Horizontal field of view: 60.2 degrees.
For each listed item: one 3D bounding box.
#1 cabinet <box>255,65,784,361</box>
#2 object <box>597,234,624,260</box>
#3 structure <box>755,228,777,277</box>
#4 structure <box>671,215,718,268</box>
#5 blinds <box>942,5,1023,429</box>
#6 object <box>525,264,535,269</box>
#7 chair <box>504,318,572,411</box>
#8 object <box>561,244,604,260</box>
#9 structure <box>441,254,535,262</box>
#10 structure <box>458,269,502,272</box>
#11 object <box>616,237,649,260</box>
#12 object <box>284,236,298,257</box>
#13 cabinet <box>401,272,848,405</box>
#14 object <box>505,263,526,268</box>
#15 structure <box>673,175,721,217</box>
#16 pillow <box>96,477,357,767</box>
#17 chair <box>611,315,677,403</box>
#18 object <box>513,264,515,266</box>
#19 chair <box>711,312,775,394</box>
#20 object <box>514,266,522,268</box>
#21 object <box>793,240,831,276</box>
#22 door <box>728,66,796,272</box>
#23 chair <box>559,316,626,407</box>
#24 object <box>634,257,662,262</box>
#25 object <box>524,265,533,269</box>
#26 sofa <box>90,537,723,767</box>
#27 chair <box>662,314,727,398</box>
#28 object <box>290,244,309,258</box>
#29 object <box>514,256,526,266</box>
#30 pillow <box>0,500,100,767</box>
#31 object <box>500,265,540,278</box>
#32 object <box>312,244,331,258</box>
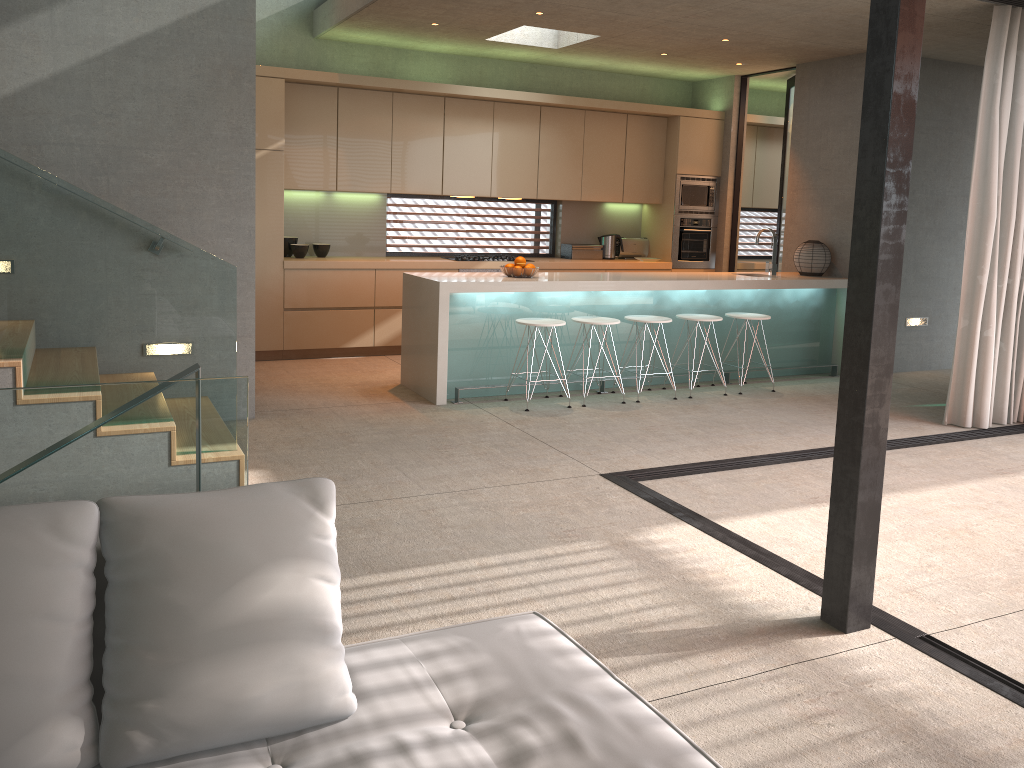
[{"bbox_3d":[0.963,-1.576,8.843,7.479,2.541,1.986,-3,10,-26],"label":"cabinet"},{"bbox_3d":[1.092,-1.531,9.841,0.278,0.282,0.179,-1,9,-21],"label":"object"},{"bbox_3d":[2.300,-1.205,8.068,0.097,0.437,0.261,-1,9,-26],"label":"structure"},{"bbox_3d":[1.934,-1.612,9.974,0.597,0.574,0.502,-2,10,-26],"label":"structure"},{"bbox_3d":[3.584,-1.154,6.327,0.886,2.904,0.231,-2,8,-30],"label":"blinds"},{"bbox_3d":[0.142,-0.912,7.037,0.094,0.093,0.095,-5,12,-37],"label":"object"},{"bbox_3d":[0.200,-0.157,6.543,0.382,0.617,0.386,-2,9,-26],"label":"chair"},{"bbox_3d":[0.771,-1.457,9.733,0.401,0.158,0.243,-3,11,-26],"label":"object"},{"bbox_3d":[-0.249,-1.258,8.986,0.839,0.090,0.469,-4,13,-26],"label":"structure"},{"bbox_3d":[-0.153,-0.894,8.801,0.829,0.496,0.080,-3,9,-26],"label":"structure"},{"bbox_3d":[1.354,-1.540,10.025,0.390,0.245,0.152,-3,10,-26],"label":"object"},{"bbox_3d":[-2.129,-1.290,8.319,0.227,0.186,0.226,10,13,40],"label":"object"},{"bbox_3d":[1.142,-0.482,7.625,4.126,0.890,0.809,-3,10,-26],"label":"cabinet"},{"bbox_3d":[0.019,-0.903,6.964,0.174,0.099,0.097,6,10,18],"label":"object"},{"bbox_3d":[1.945,-2.115,9.930,0.597,0.433,0.465,-3,11,-26],"label":"structure"},{"bbox_3d":[-0.575,0.465,1.800,0.493,0.478,0.269,-2,9,-26],"label":"pillow"},{"bbox_3d":[1.056,-0.211,6.961,0.382,0.617,0.386,-2,9,-26],"label":"chair"},{"bbox_3d":[-0.001,-0.919,7.067,0.087,0.086,0.088,6,10,24],"label":"object"},{"bbox_3d":[1.955,-0.268,7.404,0.382,0.617,0.386,-2,9,-26],"label":"chair"},{"bbox_3d":[0.047,-0.885,6.920,0.081,0.080,0.081,3,9,3],"label":"object"},{"bbox_3d":[2.850,-1.196,8.386,0.341,0.331,0.343,-4,11,-34],"label":"object"},{"bbox_3d":[-0.156,-0.196,4.547,5.806,4.426,15.427,9,13,35],"label":"door"},{"bbox_3d":[0.625,-0.184,6.751,0.382,0.617,0.386,-2,9,-26],"label":"chair"},{"bbox_3d":[1.505,-1.377,9.781,0.311,0.034,0.312,9,13,32],"label":"object"},{"bbox_3d":[0.127,-0.892,6.947,0.087,0.086,0.088,-5,11,-35],"label":"object"},{"bbox_3d":[-0.422,0.746,1.638,1.598,0.725,1.024,-3,11,-26],"label":"sofa"},{"bbox_3d":[1.502,-0.239,7.181,0.382,0.617,0.386,-2,9,-26],"label":"chair"},{"bbox_3d":[-1.973,-1.233,8.214,0.170,0.125,0.171,-6,13,-39],"label":"object"},{"bbox_3d":[0.065,-0.968,7.035,0.095,0.093,0.095,1,9,-6],"label":"object"},{"bbox_3d":[-1.009,0.481,1.590,0.492,0.493,0.240,-2,9,-26],"label":"pillow"},{"bbox_3d":[0.059,-0.891,7.009,0.316,0.081,0.319,-3,12,-26],"label":"object"},{"bbox_3d":[-1.819,-1.272,8.436,0.170,0.125,0.171,-6,13,-39],"label":"object"}]
